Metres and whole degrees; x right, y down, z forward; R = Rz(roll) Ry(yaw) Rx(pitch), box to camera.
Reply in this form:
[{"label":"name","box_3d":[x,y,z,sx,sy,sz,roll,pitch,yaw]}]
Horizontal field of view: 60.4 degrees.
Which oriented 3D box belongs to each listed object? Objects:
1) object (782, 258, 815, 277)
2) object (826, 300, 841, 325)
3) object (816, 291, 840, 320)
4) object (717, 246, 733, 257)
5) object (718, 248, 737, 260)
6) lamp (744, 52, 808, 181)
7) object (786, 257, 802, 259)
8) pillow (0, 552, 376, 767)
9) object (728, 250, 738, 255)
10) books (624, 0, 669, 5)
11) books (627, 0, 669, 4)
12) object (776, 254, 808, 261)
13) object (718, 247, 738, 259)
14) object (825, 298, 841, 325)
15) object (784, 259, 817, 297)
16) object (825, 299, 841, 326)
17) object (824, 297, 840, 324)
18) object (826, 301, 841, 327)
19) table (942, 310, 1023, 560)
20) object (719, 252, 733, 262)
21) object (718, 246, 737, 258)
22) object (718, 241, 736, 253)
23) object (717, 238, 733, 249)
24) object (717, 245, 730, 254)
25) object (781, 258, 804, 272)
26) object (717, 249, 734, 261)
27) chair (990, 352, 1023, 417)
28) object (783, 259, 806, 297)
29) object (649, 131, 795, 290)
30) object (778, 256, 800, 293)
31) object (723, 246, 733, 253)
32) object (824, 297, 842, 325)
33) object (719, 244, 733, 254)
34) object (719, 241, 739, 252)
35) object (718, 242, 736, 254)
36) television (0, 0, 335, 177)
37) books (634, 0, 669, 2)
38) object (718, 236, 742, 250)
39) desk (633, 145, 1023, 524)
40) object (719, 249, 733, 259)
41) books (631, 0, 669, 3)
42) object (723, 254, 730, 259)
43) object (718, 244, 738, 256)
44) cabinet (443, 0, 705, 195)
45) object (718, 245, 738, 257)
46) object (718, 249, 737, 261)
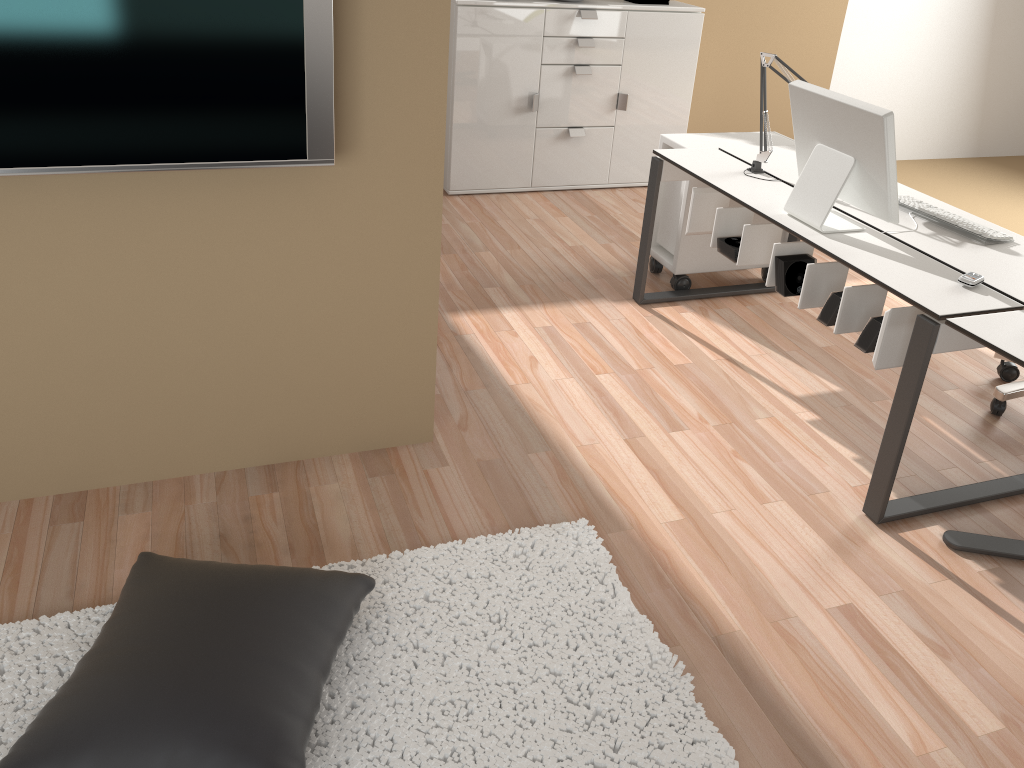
[{"label":"object","box_3d":[0.965,-0.359,2.957,0.133,0.108,0.042,-6,27,-20]},{"label":"object","box_3d":[1.053,-0.228,2.734,0.133,0.108,0.042,-6,27,-20]},{"label":"object","box_3d":[1.037,-0.251,2.773,0.133,0.108,0.042,-6,27,-20]},{"label":"object","box_3d":[0.849,-0.493,3.261,0.133,0.002,0.125,-7,31,-19]},{"label":"object","box_3d":[0.850,-0.487,3.261,0.133,0.002,0.125,-7,31,-19]},{"label":"lamp","box_3d":[1.121,-0.923,3.276,0.550,0.505,0.144,22,30,30]},{"label":"object","box_3d":[0.960,-0.367,2.970,0.133,0.108,0.041,-6,27,-20]},{"label":"pillow","box_3d":[-0.637,0.590,1.828,0.582,0.200,0.639,6,29,3]},{"label":"object","box_3d":[0.849,-0.505,3.259,0.133,0.002,0.125,-7,31,-19]},{"label":"books","box_3d":[0.800,-2.276,5.247,0.223,0.007,0.164,-7,31,-19]},{"label":"books","box_3d":[0.801,-2.281,5.246,0.223,0.006,0.164,-7,31,-19]},{"label":"object","box_3d":[0.954,-0.376,2.986,0.133,0.108,0.041,-6,27,-20]},{"label":"object","box_3d":[0.849,-0.491,3.261,0.133,0.002,0.125,-7,31,-19]},{"label":"object","box_3d":[1.051,-0.230,2.738,0.133,0.108,0.042,-6,27,-20]},{"label":"object","box_3d":[0.968,-0.356,2.951,0.133,0.108,0.041,-6,27,-20]},{"label":"object","box_3d":[1.052,-0.229,2.736,0.133,0.108,0.042,-6,27,-20]},{"label":"object","box_3d":[1.050,-0.233,2.742,0.133,0.108,0.042,-6,27,-20]},{"label":"object","box_3d":[1.053,-0.227,2.732,0.133,0.108,0.042,-6,27,-20]},{"label":"table","box_3d":[1.692,0.264,2.273,0.930,0.657,0.846,-8,30,-22]},{"label":"object","box_3d":[0.850,-0.475,3.262,0.133,0.002,0.125,-7,31,-19]},{"label":"object","box_3d":[0.849,-0.496,3.260,0.133,0.002,0.125,-7,31,-19]},{"label":"object","box_3d":[0.848,-0.514,3.259,0.133,0.002,0.125,-7,31,-19]},{"label":"object","box_3d":[0.848,-0.523,3.258,0.133,0.002,0.125,-7,31,-19]},{"label":"object","box_3d":[0.849,-0.496,3.260,0.133,0.002,0.125,-7,31,-19]},{"label":"object","box_3d":[0.963,-0.362,2.963,0.133,0.108,0.041,-6,27,-20]},{"label":"object","box_3d":[0.850,-0.482,3.262,0.133,0.002,0.125,-7,31,-19]},{"label":"chair","box_3d":[2.112,-0.240,3.129,0.611,0.773,0.638,-21,36,-41]},{"label":"object","box_3d":[0.966,-0.358,2.955,0.133,0.108,0.041,-6,27,-20]},{"label":"object","box_3d":[0.998,-0.809,4.128,0.624,0.645,0.322,-6,27,-20]},{"label":"object","box_3d":[0.957,-0.372,2.978,0.133,0.108,0.041,-6,27,-20]},{"label":"object","box_3d":[0.849,-0.507,3.259,0.133,0.002,0.125,-7,31,-19]},{"label":"object","box_3d":[1.050,-0.231,2.740,0.133,0.108,0.042,-6,27,-20]},{"label":"object","box_3d":[0.849,-0.505,3.260,0.133,0.002,0.125,-7,31,-19]},{"label":"object","box_3d":[0.848,-0.516,3.258,0.133,0.002,0.125,-7,31,-19]},{"label":"object","box_3d":[0.849,-0.509,3.259,0.133,0.002,0.125,-7,31,-19]},{"label":"television","box_3d":[-0.991,-0.747,1.951,1.178,0.553,0.057,-7,27,-20]},{"label":"books","box_3d":[0.800,-2.291,5.241,0.223,0.006,0.164,-8,31,-21]},{"label":"object","box_3d":[0.848,-0.523,3.258,0.133,0.002,0.125,-7,31,-19]},{"label":"desk","box_3d":[1.209,-0.329,3.271,0.807,0.655,1.674,-6,30,-19]},{"label":"object","box_3d":[0.850,-0.487,3.261,0.133,0.002,0.125,-7,31,-19]},{"label":"books","box_3d":[0.801,-2.285,5.243,0.223,0.006,0.164,-7,31,-19]},{"label":"object","box_3d":[0.850,-0.478,3.262,0.133,0.002,0.125,-7,31,-19]},{"label":"object","box_3d":[0.849,-0.503,3.260,0.133,0.002,0.125,-7,31,-19]},{"label":"cabinet","box_3d":[0.331,-1.736,5.282,1.528,1.035,0.435,-6,27,-20]},{"label":"object","box_3d":[0.849,-0.498,3.260,0.133,0.002,0.125,-7,31,-19]},{"label":"object","box_3d":[0.850,-0.484,3.262,0.133,0.002,0.125,-7,31,-19]}]
